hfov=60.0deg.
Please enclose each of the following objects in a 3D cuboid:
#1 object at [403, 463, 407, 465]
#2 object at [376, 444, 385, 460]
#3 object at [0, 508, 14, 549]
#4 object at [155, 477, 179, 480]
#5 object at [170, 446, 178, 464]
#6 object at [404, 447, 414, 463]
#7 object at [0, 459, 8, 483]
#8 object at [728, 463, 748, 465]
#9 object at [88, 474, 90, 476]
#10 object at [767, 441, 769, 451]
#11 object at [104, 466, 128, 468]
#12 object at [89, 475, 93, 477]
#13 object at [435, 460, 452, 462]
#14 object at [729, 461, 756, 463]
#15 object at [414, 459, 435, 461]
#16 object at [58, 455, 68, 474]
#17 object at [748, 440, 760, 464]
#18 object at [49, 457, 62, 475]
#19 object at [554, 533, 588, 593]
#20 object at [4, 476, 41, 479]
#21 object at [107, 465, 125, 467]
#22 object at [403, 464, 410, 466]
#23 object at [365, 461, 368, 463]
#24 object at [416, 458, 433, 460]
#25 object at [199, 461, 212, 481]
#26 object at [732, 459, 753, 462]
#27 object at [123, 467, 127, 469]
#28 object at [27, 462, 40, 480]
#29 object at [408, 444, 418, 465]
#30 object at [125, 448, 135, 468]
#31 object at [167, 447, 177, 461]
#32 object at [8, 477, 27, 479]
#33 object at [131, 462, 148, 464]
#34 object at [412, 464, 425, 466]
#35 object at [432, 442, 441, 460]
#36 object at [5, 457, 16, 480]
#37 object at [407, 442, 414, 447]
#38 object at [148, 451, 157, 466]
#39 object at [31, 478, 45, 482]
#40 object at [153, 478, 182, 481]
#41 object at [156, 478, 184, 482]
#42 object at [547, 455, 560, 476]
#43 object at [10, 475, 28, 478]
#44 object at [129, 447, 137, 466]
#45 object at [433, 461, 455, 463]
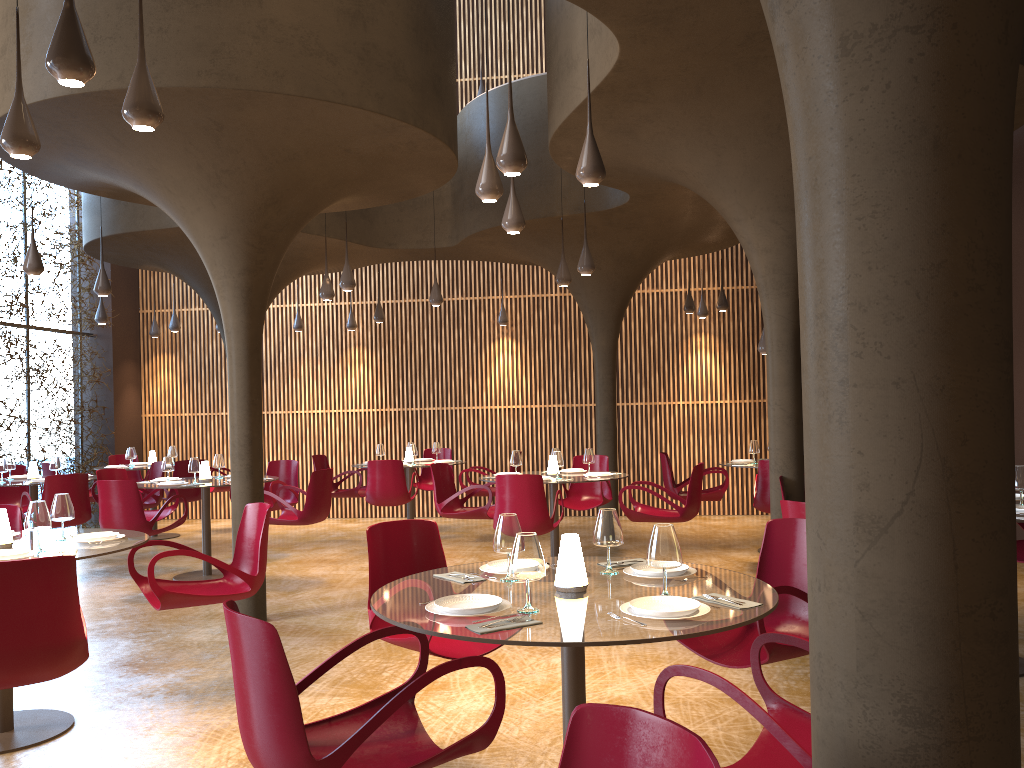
[{"bbox_3d":[-1.598,1.128,12.451,0.263,0.029,0.263,-2,-2,13],"label":"object"},{"bbox_3d":[-1.907,1.019,12.860,0.142,0.295,0.142,-1,0,-21],"label":"object"},{"bbox_3d":[-3.106,0.874,5.375,0.142,0.232,0.144,-1,0,0],"label":"object"},{"bbox_3d":[-4.122,1.137,10.601,0.263,0.029,0.263,-2,-2,8],"label":"object"},{"bbox_3d":[-5.429,1.139,14.206,0.142,0.295,0.142,-1,0,25],"label":"object"},{"bbox_3d":[-1.508,1.044,12.991,0.142,0.232,0.144,-1,0,-8],"label":"object"},{"bbox_3d":[-6.294,1.070,10.932,0.142,0.295,0.142,-1,0,7],"label":"object"},{"bbox_3d":[2.829,1.004,11.133,0.262,0.017,0.126,-2,-2,23],"label":"object"},{"bbox_3d":[-5.654,1.200,11.586,0.263,0.029,0.263,-1,-2,0],"label":"object"},{"bbox_3d":[3.419,0.860,11.630,0.142,0.295,0.142,-1,0,-10],"label":"object"},{"bbox_3d":[-6.061,1.273,13.569,0.332,0.014,0.332,-1,-2,-12],"label":"object"},{"bbox_3d":[-5.654,1.210,11.586,0.332,0.014,0.332,-1,-2,0],"label":"object"},{"bbox_3d":[-0.997,1.126,12.902,0.263,0.029,0.263,-1,-2,-14],"label":"object"},{"bbox_3d":[2.964,1.001,11.404,0.332,0.014,0.332,-2,-2,36],"label":"object"},{"bbox_3d":[-1.339,1.160,13.494,0.332,0.014,0.332,-1,-2,5],"label":"object"},{"bbox_3d":[-5.890,1.079,11.589,0.142,0.295,0.142,-1,0,-43],"label":"object"},{"bbox_3d":[3.057,0.857,11.192,0.142,0.295,0.142,-1,0,-34],"label":"object"},{"bbox_3d":[-5.733,1.063,11.142,0.142,0.295,0.142,-1,0,23],"label":"object"},{"bbox_3d":[0.248,0.751,3.735,0.142,0.232,0.144,-1,-1,-33],"label":"object"},{"bbox_3d":[-6.464,1.233,11.698,0.410,0.012,0.204,0,-2,-40],"label":"object"},{"bbox_3d":[-6.062,1.264,13.569,0.263,0.029,0.263,-1,-2,-5],"label":"object"},{"bbox_3d":[-1.597,1.138,12.450,0.332,0.014,0.332,-1,-2,-3],"label":"object"},{"bbox_3d":[-2.032,1.155,13.054,0.263,0.029,0.263,-3,-2,43],"label":"object"},{"bbox_3d":[-1.339,1.150,13.494,0.263,0.029,0.263,-2,-2,18],"label":"object"},{"bbox_3d":[-3.617,1.024,10.446,0.142,0.232,0.144,-1,-1,-38],"label":"object"},{"bbox_3d":[2.964,0.992,11.404,0.263,0.029,0.263,-2,-2,20],"label":"object"},{"bbox_3d":[-5.892,1.270,13.318,0.262,0.017,0.126,0,-2,-37],"label":"object"},{"bbox_3d":[-6.108,1.107,11.307,0.142,0.232,0.144,-1,-1,-28],"label":"object"},{"bbox_3d":[-1.410,1.000,12.584,0.142,0.295,0.142,-1,0,0],"label":"object"},{"bbox_3d":[-5.832,1.131,13.549,0.142,0.295,0.142,-1,0,7],"label":"object"},{"bbox_3d":[-5.272,1.123,13.758,0.142,0.295,0.142,-1,0,-33],"label":"object"},{"bbox_3d":[-6.467,1.232,11.695,0.332,0.014,0.332,-1,-2,0],"label":"object"},{"bbox_3d":[-6.006,1.283,14.311,0.263,0.029,0.263,0,-2,-39],"label":"object"},{"bbox_3d":[-1.307,1.136,12.367,0.126,0.017,0.262,-2,-2,13],"label":"object"},{"bbox_3d":[-1.115,1.007,13.105,0.142,0.295,0.142,-1,0,-39],"label":"object"},{"bbox_3d":[-6.497,1.090,11.463,0.142,0.295,0.142,-1,0,19],"label":"object"},{"bbox_3d":[-1.523,1.023,13.347,0.142,0.295,0.142,-1,0,7],"label":"object"},{"bbox_3d":[-5.646,1.167,13.924,0.144,0.232,0.142,-1,0,-18],"label":"object"},{"bbox_3d":[-5.772,1.185,10.913,0.263,0.029,0.263,0,-2,-32],"label":"object"},{"bbox_3d":[-4.122,1.147,10.601,0.332,0.014,0.332,-2,-2,34],"label":"object"},{"bbox_3d":[-4.121,1.148,10.605,0.204,0.012,0.411,-2,-2,20],"label":"object"},{"bbox_3d":[0.461,0.914,9.940,0.142,0.232,0.144,-1,0,-18],"label":"object"},{"bbox_3d":[-6.468,1.222,11.695,0.263,0.029,0.263,-3,-2,45],"label":"object"},{"bbox_3d":[-6.036,1.150,14.080,0.142,0.295,0.142,-1,0,8],"label":"object"},{"bbox_3d":[-0.996,1.136,12.902,0.332,0.014,0.332,-2,-2,31],"label":"object"}]
